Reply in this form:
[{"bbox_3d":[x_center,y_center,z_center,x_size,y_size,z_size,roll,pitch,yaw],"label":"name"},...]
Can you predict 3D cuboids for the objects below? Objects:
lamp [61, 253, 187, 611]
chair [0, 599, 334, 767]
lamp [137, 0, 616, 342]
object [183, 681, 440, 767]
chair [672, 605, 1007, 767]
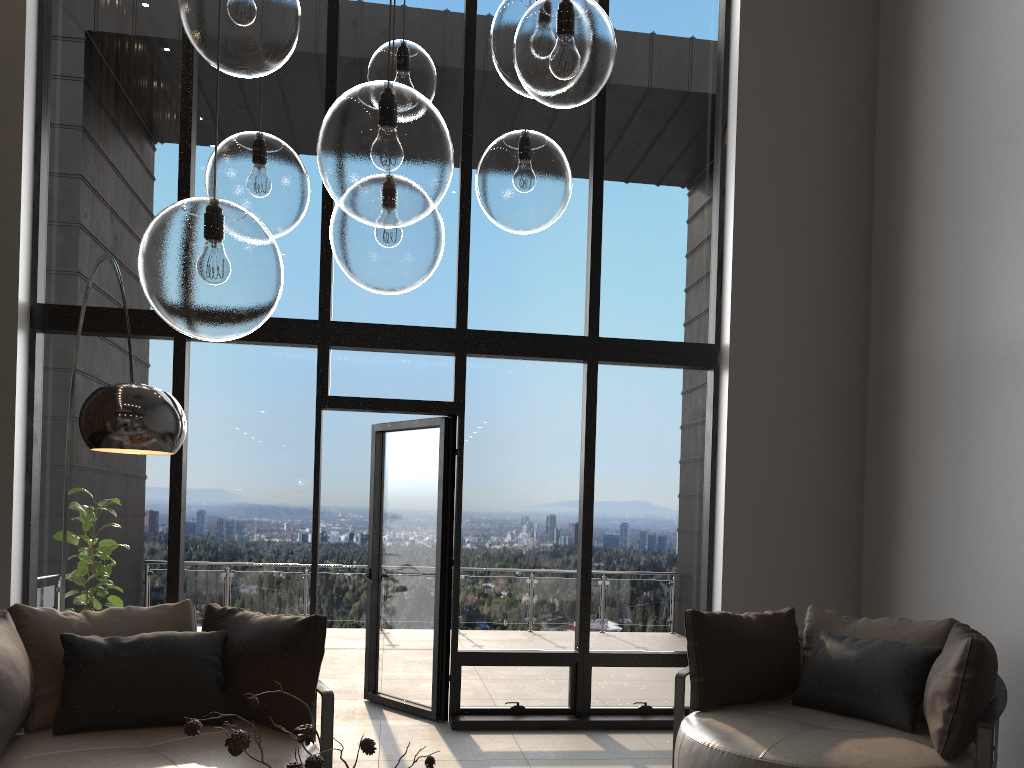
[{"bbox_3d":[-1.680,0.650,3.558,0.321,2.325,2.039,2,-3,-31],"label":"lamp"},{"bbox_3d":[-1.457,1.353,3.441,1.479,0.895,1.459,0,-7,19],"label":"chair"},{"bbox_3d":[-0.190,-2.507,1.826,1.232,4.982,1.231,2,0,-11],"label":"lamp"},{"bbox_3d":[-0.450,0.927,1.820,0.545,0.601,0.317,5,-3,-37],"label":"object"},{"bbox_3d":[1.506,1.550,4.130,1.442,0.895,1.497,1,-7,9],"label":"chair"}]
